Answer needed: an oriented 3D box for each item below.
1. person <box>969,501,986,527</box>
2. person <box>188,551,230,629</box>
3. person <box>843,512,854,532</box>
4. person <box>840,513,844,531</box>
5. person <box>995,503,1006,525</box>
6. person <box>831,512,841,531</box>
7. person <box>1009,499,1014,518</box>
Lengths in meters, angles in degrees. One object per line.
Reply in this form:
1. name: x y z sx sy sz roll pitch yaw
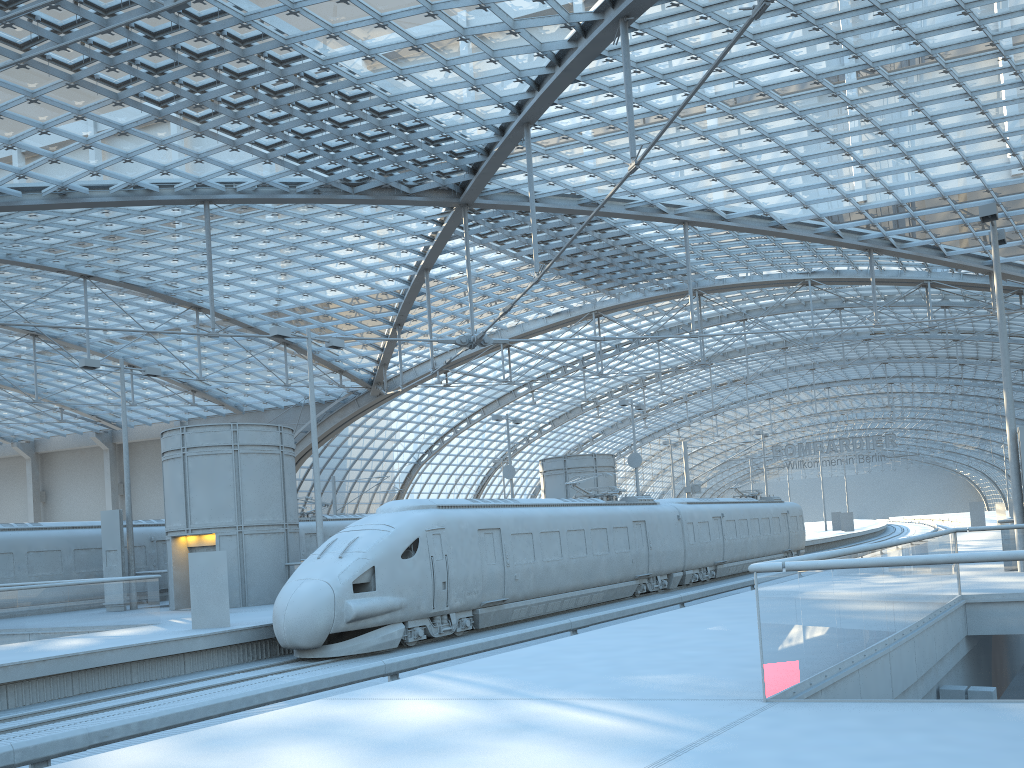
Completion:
1. person: 27.794 7.911 52.375 0.001 1.790 0.909 -2 -4 -33
2. person: -6.572 4.501 19.125 0.876 1.697 0.001 -4 -2 6
3. person: 29.061 11.930 75.804 0.832 1.724 0.001 -6 -3 32
4. person: 30.148 12.451 79.319 0.881 1.697 0.001 -6 -3 32
5. person: 31.418 8.455 56.413 0.001 1.604 0.814 -3 -4 -13
6. person: 30.906 13.116 83.830 0.905 1.790 0.001 -6 -3 27
7. person: 28.668 7.433 49.971 0.068 1.799 0.789 -3 -4 -26
